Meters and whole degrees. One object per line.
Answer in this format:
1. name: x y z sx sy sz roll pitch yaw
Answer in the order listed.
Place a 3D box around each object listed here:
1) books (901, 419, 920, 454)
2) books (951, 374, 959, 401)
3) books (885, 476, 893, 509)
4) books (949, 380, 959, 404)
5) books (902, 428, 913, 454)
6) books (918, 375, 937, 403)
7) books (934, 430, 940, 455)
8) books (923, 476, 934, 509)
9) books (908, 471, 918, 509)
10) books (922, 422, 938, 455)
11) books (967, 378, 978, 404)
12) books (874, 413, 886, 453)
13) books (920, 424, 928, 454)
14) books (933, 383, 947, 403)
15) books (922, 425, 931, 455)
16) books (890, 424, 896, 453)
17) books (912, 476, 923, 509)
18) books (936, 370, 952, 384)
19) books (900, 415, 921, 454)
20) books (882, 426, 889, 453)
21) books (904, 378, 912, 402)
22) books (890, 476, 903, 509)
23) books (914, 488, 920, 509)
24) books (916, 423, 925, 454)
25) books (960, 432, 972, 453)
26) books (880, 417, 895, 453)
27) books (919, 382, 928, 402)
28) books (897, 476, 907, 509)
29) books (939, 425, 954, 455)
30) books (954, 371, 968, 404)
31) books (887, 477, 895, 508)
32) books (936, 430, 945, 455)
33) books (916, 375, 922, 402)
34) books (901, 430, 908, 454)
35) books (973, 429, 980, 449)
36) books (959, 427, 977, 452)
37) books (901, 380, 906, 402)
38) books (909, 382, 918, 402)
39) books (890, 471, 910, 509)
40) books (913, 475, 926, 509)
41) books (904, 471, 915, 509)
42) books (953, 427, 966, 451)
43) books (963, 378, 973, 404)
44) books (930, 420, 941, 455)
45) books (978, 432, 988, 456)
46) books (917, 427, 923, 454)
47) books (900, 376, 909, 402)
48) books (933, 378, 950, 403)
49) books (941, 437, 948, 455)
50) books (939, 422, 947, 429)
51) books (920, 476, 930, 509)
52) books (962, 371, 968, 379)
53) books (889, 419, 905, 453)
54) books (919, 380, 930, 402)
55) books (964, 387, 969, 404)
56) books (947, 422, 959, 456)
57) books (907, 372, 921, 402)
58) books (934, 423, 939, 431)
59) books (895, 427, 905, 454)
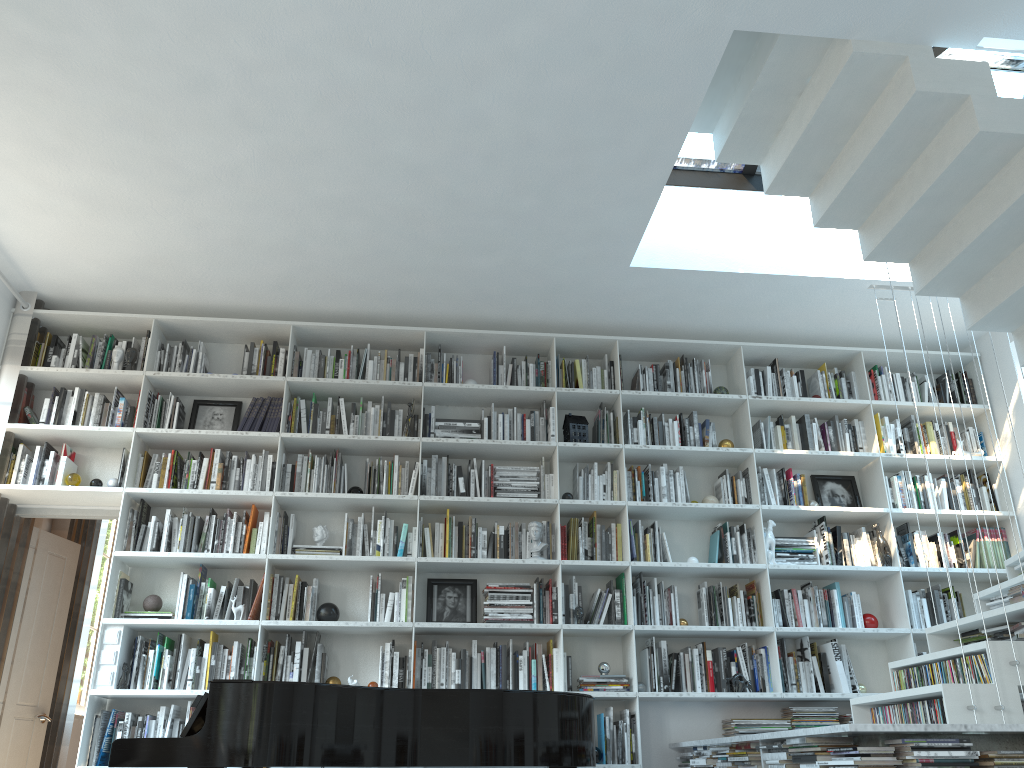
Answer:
1. books: 2.630 0.388 5.887 0.023 0.252 0.190 2 -23 -6
2. books: 3.061 0.090 6.170 0.012 0.291 0.140 2 -23 -6
3. books: 2.431 0.748 5.798 0.012 0.253 0.161 2 -23 -6
4. books: 3.017 0.112 6.126 0.012 0.215 0.193 2 -23 -6
5. books: 2.605 0.414 5.893 0.025 0.210 0.135 2 -23 -6
6. books: 2.883 0.090 6.151 0.069 0.276 0.132 2 -23 -6
7. books: 2.813 0.441 5.969 0.023 0.219 0.172 2 -23 -6
8. books: 2.698 0.753 5.822 0.022 0.261 0.173 2 -23 -6
9. books: 2.593 0.736 5.819 0.012 0.291 0.166 2 -23 -6
10. books: 2.741 0.409 5.921 0.042 0.241 0.249 2 -24 -6
11. books: 3.146 0.108 6.144 0.025 0.236 0.188 2 -23 -6
12. books: 2.407 0.360 5.871 0.010 0.293 0.184 2 -23 -6
13. books: 2.703 0.404 5.905 0.012 0.236 0.166 2 -23 -6
14. books: 2.932 0.120 6.115 0.024 0.192 0.187 2 -24 -6
15. books: 2.717 0.408 5.894 0.013 0.221 0.175 2 -23 -6
16. books: 2.485 0.397 5.869 0.049 0.222 0.162 2 -23 -6
17. books: 2.631 0.752 5.817 0.013 0.259 0.159 2 -23 -6
18. books: 3.027 0.077 6.167 0.014 0.312 0.162 2 -23 -6
19. books: 2.652 0.371 5.902 0.022 0.295 0.153 2 -23 -6
20. books: 2.424 0.402 5.856 0.024 0.204 0.166 2 -23 -6
21. books: 2.702 0.097 6.114 0.025 0.236 0.144 2 -23 -6
22. books: 2.476 0.747 5.788 0.023 0.246 0.183 2 -23 -6
23. books: 2.611 0.794 5.812 0.027 0.179 0.157 2 -23 -6
24. books: 2.686 0.401 5.904 0.022 0.241 0.145 2 -23 -6
25. books: 3.043 0.455 5.995 0.023 0.212 0.181 2 -23 -6
26. books: 2.449 0.373 5.862 0.026 0.262 0.190 2 -23 -6
27. books: 2.818 0.114 6.122 0.057 0.211 0.163 2 -23 -6
28. books: 2.510 0.749 5.803 0.026 0.255 0.174 2 -23 -6
29. books: 2.917 0.427 5.987 0.022 0.260 0.161 2 -23 -6
30. books: 3.077 0.081 6.142 0.014 0.285 0.190 2 -23 -6
31. books: 2.448 0.756 5.811 0.026 0.249 0.161 2 -23 -6
32. books: 2.842 0.443 5.965 0.013 0.212 0.187 2 -23 -6
33. books: 2.782 0.090 6.132 0.015 0.262 0.144 2 -23 -6
34. books: 2.570 0.432 5.919 0.038 0.198 0.171 2 -23 -6
35. books: 3.125 0.447 6.019 0.040 0.245 0.160 2 -23 -6
36. books: 3.090 0.441 6.018 0.029 0.257 0.163 2 -23 -6
37. books: 2.657 0.094 6.107 0.011 0.235 0.149 2 -23 -6
38. books: 2.741 0.113 6.115 0.026 0.207 0.164 2 -23 -6
39. books: 2.532 0.731 5.798 0.014 0.284 0.186 2 -23 -6
40. books: 2.649 0.752 5.829 0.025 0.269 0.153 2 -23 -6
41. books: 2.575 0.738 5.829 0.022 0.295 0.162 2 -23 -6
42. books: 2.997 0.436 6.000 0.070 0.253 0.155 2 -23 -6
43. books: 3.125 0.107 6.156 0.014 0.247 0.185 2 -23 -6
44. books: 2.829 0.410 5.992 0.010 0.294 0.166 2 -23 -6
45. books: 3.152 0.455 5.999 0.011 0.215 0.170 2 -23 -6
46. books: 2.669 0.414 5.889 0.014 0.205 0.185 2 -23 -6
47. books: 2.675 0.093 6.121 0.027 0.248 0.155 2 -23 -6
48. books: 2.975 0.104 6.146 0.068 0.246 0.161 2 -23 -6
49. books: 2.887 0.469 5.987 0.034 0.182 0.157 2 -23 -6
50. books: 2.931 0.421 6.016 0.011 0.293 0.151 2 -23 -6
51. books: 2.675 0.754 5.821 0.024 0.258 0.157 2 -23 -6
52. books: 3.162 0.084 6.190 0.014 0.317 0.145 2 -23 -6
53. books: 2.543 0.385 5.891 0.023 0.262 0.159 2 -23 -6
54. books: 2.850 0.109 6.142 0.010 0.234 0.132 2 -23 -6
55. books: 3.100 0.135 6.137 0.036 0.182 0.162 2 -23 -6
56. books: 2.950 0.420 6.006 0.023 0.285 0.163 2 -23 -6
57. books: 2.768 0.081 6.139 0.012 0.284 0.160 2 -23 -6
58. books: 2.858 0.423 6.004 0.024 0.280 0.154 2 -23 -6
59. books: 2.522 0.410 5.861 0.024 0.192 0.190 2 -24 -6
